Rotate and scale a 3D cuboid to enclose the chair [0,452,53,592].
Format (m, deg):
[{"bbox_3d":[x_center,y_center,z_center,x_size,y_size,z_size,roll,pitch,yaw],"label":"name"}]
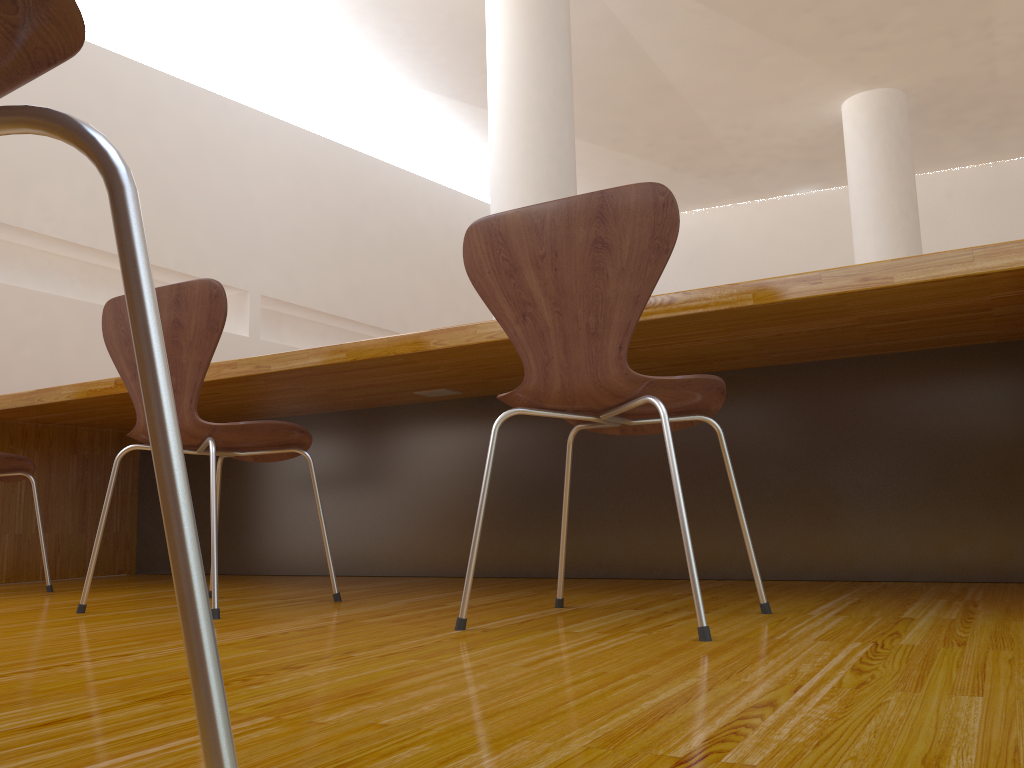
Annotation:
[{"bbox_3d":[-1.629,0.269,2.592,0.428,0.693,0.381,-6,-10,29],"label":"chair"}]

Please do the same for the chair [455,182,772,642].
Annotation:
[{"bbox_3d":[0.173,0.063,1.553,0.428,0.693,0.381,-6,-10,29],"label":"chair"}]

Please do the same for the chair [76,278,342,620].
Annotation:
[{"bbox_3d":[-0.673,0.157,2.020,0.428,0.693,0.381,-6,-10,29],"label":"chair"}]

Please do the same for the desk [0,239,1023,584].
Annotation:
[{"bbox_3d":[-0.143,0.390,2.809,3.243,0.785,1.527,-6,-10,29],"label":"desk"}]

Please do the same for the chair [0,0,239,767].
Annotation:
[{"bbox_3d":[-0.369,-0.104,0.329,0.428,0.693,0.381,-6,-10,29],"label":"chair"}]
